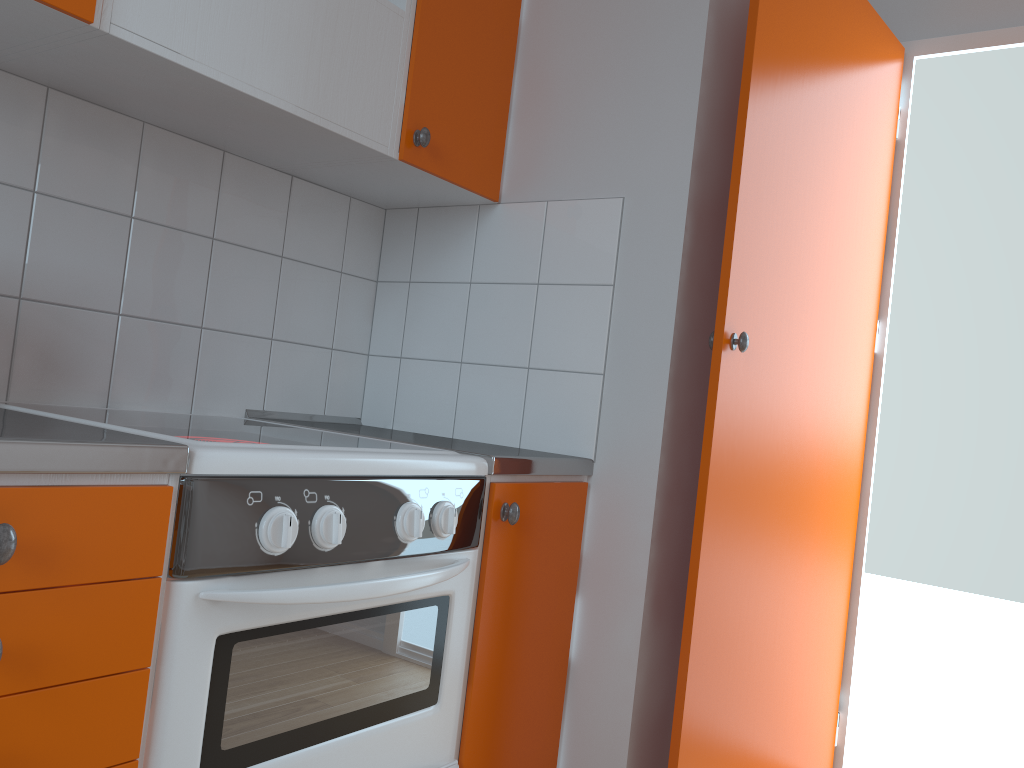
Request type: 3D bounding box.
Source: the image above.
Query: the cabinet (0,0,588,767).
[{"bbox_3d":[-0.925,-0.311,0.775,0.712,2.349,3.072,5,-2,35],"label":"cabinet"}]

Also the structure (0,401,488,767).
[{"bbox_3d":[-0.510,0.502,1.458,0.740,0.865,0.612,5,-2,35],"label":"structure"}]

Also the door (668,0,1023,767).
[{"bbox_3d":[1.019,0.095,2.090,1.393,2.056,0.690,7,-2,-6],"label":"door"}]

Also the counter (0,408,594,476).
[{"bbox_3d":[-0.981,0.041,0.772,0.688,0.132,3.071,6,-2,35],"label":"counter"}]
